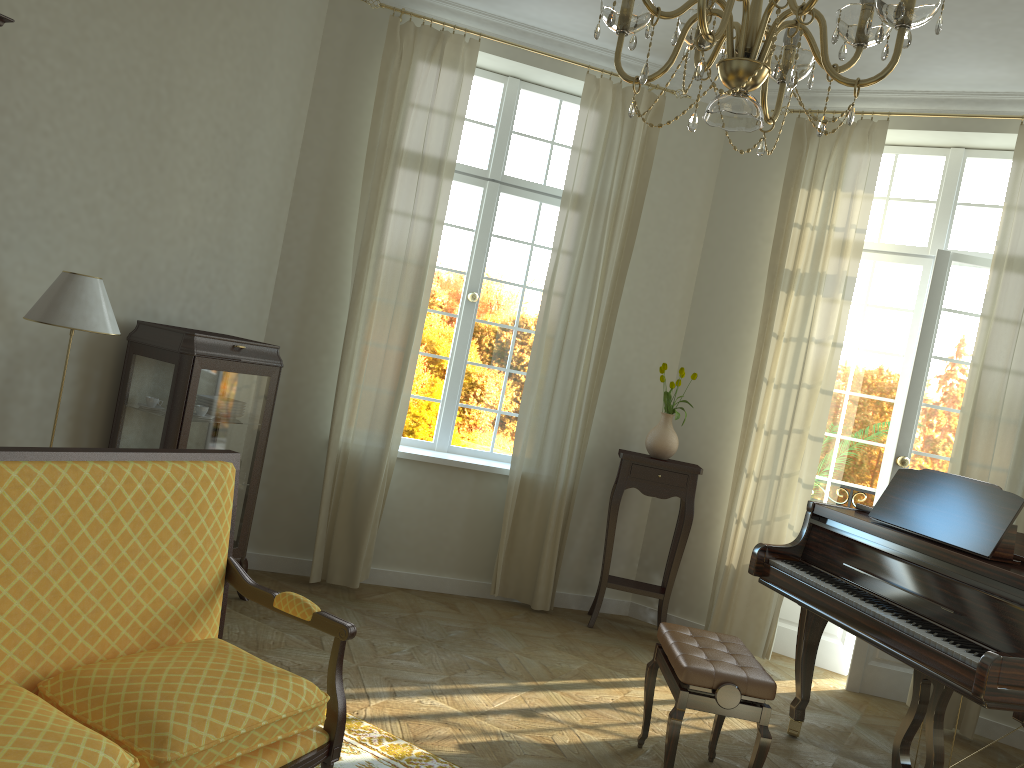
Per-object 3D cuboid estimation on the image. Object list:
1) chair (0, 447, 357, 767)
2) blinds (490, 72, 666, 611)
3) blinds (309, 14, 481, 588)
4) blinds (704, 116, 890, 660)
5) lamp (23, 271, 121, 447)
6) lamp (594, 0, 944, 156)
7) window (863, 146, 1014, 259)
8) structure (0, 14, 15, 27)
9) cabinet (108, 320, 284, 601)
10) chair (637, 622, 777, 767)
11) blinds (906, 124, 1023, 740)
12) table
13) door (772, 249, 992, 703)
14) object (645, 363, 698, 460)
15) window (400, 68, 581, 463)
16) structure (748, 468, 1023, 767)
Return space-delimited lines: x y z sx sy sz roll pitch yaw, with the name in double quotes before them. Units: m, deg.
"chair" -1.046 0.754 2.130 0.680 1.083 1.389 12 2 29
"blinds" 0.391 -0.236 5.659 0.552 3.381 0.159 11 1 -12
"blinds" -0.775 -0.459 5.285 0.554 3.385 0.162 11 1 -10
"blinds" 1.707 0.032 5.502 0.552 3.386 0.159 12 2 27
"lamp" -1.979 0.294 3.795 0.381 1.552 0.380 12 2 35
"lamp" 0.620 -1.277 1.908 0.661 1.466 0.662 11 1 0
"window" 2.726 -1.135 5.558 1.380 0.680 0.055 12 2 30
"structure" -2.429 -0.239 3.077 0.521 2.458 0.715 12 2 30
"cabinet" -1.682 0.421 4.594 0.542 1.386 0.733 12 2 30
"chair" 0.767 1.348 3.604 0.385 0.563 0.638 11 1 0
"blinds" 2.739 0.249 4.841 0.554 3.386 0.162 12 2 25
"table" 0.840 1.026 5.695 0.522 1.114 0.344 11 1 5
"door" 2.305 0.523 5.439 1.385 2.690 0.425 12 2 30
"object" 1.004 0.180 5.672 0.264 0.609 0.242 10 2 -36
"window" -0.229 -0.787 5.909 1.400 2.550 0.181 11 1 -15
"structure" 2.212 1.181 3.857 1.856 1.439 1.514 11 1 -15
